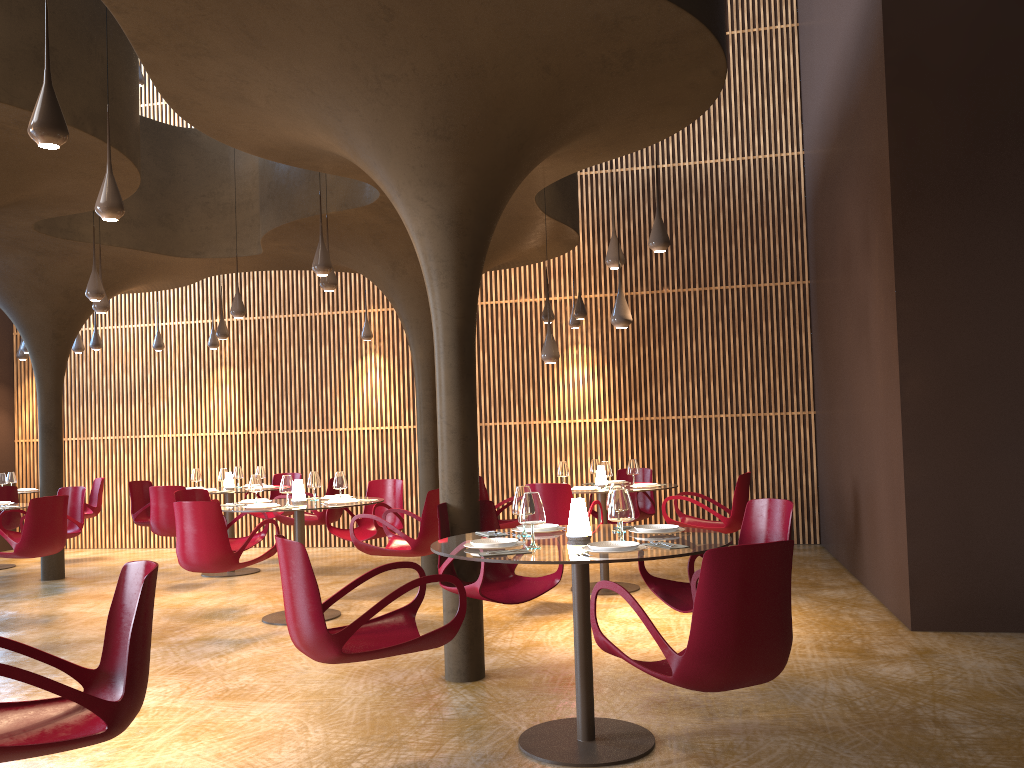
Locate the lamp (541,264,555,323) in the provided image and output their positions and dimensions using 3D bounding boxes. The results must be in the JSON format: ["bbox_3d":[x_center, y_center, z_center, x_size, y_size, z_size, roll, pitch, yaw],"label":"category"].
[{"bbox_3d":[0.417,-4.007,12.788,0.196,6.271,0.196,-3,-2,27],"label":"lamp"}]

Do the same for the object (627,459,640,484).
[{"bbox_3d":[1.335,0.978,9.758,0.142,0.295,0.142,-2,-2,0],"label":"object"}]

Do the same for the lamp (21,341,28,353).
[{"bbox_3d":[-7.969,-3.633,14.496,0.196,6.271,0.196,-3,-2,37],"label":"lamp"}]

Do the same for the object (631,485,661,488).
[{"bbox_3d":[1.435,1.099,9.541,0.332,0.014,0.332,-2,-3,1],"label":"object"}]

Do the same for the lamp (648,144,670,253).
[{"bbox_3d":[1.214,-4.313,8.005,0.196,6.271,0.196,-1,-2,-33],"label":"lamp"}]

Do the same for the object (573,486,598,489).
[{"bbox_3d":[0.774,1.101,9.365,0.263,0.029,0.263,-3,-3,17],"label":"object"}]

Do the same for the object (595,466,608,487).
[{"bbox_3d":[0.989,1.024,9.837,0.144,0.232,0.142,-2,-2,8],"label":"object"}]

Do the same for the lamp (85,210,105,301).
[{"bbox_3d":[-4.583,-4.029,9.627,0.196,6.271,0.196,0,-2,-43],"label":"lamp"}]

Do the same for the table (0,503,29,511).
[{"bbox_3d":[-6.118,1.926,9.619,1.673,1.129,1.673,-4,-3,31],"label":"table"}]

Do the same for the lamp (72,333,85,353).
[{"bbox_3d":[-7.256,-3.643,14.722,0.196,6.271,0.196,-2,-2,-3],"label":"lamp"}]

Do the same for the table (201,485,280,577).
[{"bbox_3d":[-3.810,1.989,11.984,1.673,1.129,1.673,-3,-3,21],"label":"table"}]

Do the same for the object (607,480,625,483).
[{"bbox_3d":[1.192,1.143,10.325,0.263,0.029,0.263,-5,-4,39],"label":"object"}]

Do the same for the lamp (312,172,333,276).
[{"bbox_3d":[-1.923,-4.175,8.608,0.196,6.271,0.196,0,-2,-43],"label":"lamp"}]

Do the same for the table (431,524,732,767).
[{"bbox_3d":[0.398,1.442,4.980,1.672,1.129,1.674,-1,-3,-20],"label":"table"}]

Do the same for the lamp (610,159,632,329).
[{"bbox_3d":[0.883,-3.635,8.066,0.196,6.271,0.196,-1,-2,-33],"label":"lamp"}]

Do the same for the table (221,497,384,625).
[{"bbox_3d":[-2.096,1.746,8.788,1.673,1.129,1.673,-4,-3,31],"label":"table"}]

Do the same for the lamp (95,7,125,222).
[{"bbox_3d":[-2.907,-4.279,6.287,0.196,6.271,0.196,0,-2,-43],"label":"lamp"}]

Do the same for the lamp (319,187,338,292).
[{"bbox_3d":[-2.044,-4.119,9.502,0.196,6.271,0.196,0,-2,-43],"label":"lamp"}]

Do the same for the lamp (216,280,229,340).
[{"bbox_3d":[-4.474,-3.806,13.491,0.196,6.271,0.196,-3,-2,27],"label":"lamp"}]

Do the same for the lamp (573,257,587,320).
[{"bbox_3d":[0.856,-4.038,12.511,0.196,6.271,0.196,-3,-2,27],"label":"lamp"}]

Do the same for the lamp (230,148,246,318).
[{"bbox_3d":[-3.554,-3.966,11.274,0.196,6.271,0.196,-3,-2,27],"label":"lamp"}]

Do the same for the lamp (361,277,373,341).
[{"bbox_3d":[-2.421,-3.827,14.281,0.196,6.271,0.196,-3,-2,27],"label":"lamp"}]

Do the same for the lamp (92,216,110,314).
[{"bbox_3d":[-4.932,-3.965,10.524,0.196,6.271,0.196,0,-2,-43],"label":"lamp"}]

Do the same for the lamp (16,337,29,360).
[{"bbox_3d":[-8.616,-3.551,15.528,0.196,6.271,0.196,-3,-2,37],"label":"lamp"}]

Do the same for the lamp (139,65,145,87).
[{"bbox_3d":[-5.867,-5.767,13.865,0.196,2.222,0.196,-2,-2,-3],"label":"lamp"}]

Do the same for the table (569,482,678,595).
[{"bbox_3d":[1.012,1.704,9.815,1.673,1.129,1.673,-4,-3,32],"label":"table"}]

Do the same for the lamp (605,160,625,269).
[{"bbox_3d":[0.906,-4.260,8.744,0.196,6.271,0.196,-1,-2,-33],"label":"lamp"}]

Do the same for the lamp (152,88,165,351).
[{"bbox_3d":[-5.956,-3.682,14.784,0.196,6.271,0.196,-3,-2,27],"label":"lamp"}]

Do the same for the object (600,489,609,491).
[{"bbox_3d":[1.017,1.099,9.185,0.126,0.017,0.262,-4,-4,33],"label":"object"}]

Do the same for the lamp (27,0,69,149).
[{"bbox_3d":[-2.535,-4.381,4.754,0.196,6.271,0.196,-2,-2,-3],"label":"lamp"}]

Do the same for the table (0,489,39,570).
[{"bbox_3d":[-7.858,2.195,13.246,1.672,1.129,1.674,0,-4,-36],"label":"table"}]

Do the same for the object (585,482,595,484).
[{"bbox_3d":[0.938,1.178,10.488,0.126,0.017,0.262,-4,-4,29],"label":"object"}]

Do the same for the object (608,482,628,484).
[{"bbox_3d":[1.192,1.153,10.325,0.332,0.014,0.332,1,-4,-41],"label":"object"}]

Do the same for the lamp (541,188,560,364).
[{"bbox_3d":[0.290,-3.344,9.117,0.196,6.271,0.196,-1,-2,-33],"label":"lamp"}]

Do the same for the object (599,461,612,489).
[{"bbox_3d":[0.996,0.970,9.428,0.142,0.295,0.142,-3,-2,21],"label":"object"}]

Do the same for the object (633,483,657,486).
[{"bbox_3d":[1.434,1.089,9.542,0.263,0.029,0.263,-2,-3,8],"label":"object"}]

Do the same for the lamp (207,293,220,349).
[{"bbox_3d":[-5.041,-3.713,14.767,0.196,6.271,0.196,-3,-2,37],"label":"lamp"}]

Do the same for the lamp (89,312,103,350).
[{"bbox_3d":[-6.779,-3.682,14.331,0.196,6.271,0.196,-3,-2,27],"label":"lamp"}]

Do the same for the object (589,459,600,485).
[{"bbox_3d":[0.966,1.019,10.256,0.142,0.295,0.142,-2,-2,-6],"label":"object"}]

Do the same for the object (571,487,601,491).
[{"bbox_3d":[0.775,1.110,9.365,0.332,0.014,0.332,-5,-4,40],"label":"object"}]

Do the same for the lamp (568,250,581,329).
[{"bbox_3d":[0.853,-3.978,13.537,0.196,6.271,0.196,-3,-2,37],"label":"lamp"}]
